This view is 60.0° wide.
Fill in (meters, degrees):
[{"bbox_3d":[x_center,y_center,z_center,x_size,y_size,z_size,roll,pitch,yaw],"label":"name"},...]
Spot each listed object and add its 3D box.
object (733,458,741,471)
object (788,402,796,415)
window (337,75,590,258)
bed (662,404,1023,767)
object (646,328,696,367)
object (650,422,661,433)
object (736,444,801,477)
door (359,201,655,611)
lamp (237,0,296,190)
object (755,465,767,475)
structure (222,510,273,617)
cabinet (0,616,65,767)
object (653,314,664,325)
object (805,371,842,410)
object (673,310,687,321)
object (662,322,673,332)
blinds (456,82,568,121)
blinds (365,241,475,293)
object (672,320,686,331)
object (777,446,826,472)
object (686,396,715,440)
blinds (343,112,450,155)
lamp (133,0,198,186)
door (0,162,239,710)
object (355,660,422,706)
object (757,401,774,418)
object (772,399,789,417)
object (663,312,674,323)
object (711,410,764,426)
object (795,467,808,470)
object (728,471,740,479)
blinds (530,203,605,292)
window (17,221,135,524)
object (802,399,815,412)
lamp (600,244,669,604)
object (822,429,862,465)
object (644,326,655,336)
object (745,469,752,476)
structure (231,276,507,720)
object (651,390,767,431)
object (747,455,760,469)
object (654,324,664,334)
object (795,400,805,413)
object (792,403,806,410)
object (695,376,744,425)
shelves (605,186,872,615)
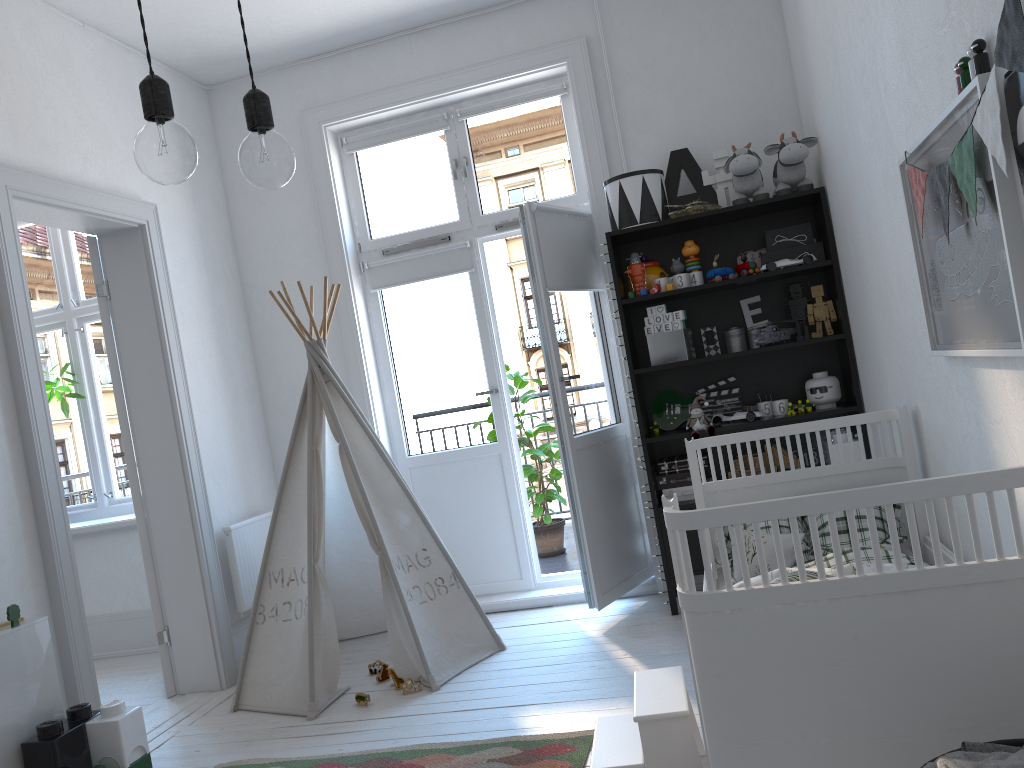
[{"bbox_3d":[0.974,0.350,3.845,0.050,0.050,0.050,-10,0,13],"label":"object"},{"bbox_3d":[1.174,0.105,3.730,0.042,0.054,0.031,-10,0,-27],"label":"object"},{"bbox_3d":[-0.255,-1.091,4.497,1.263,0.660,0.101,-10,0,13],"label":"window"},{"bbox_3d":[0.802,0.545,2.157,0.670,0.833,1.403,-10,0,13],"label":"bed"},{"bbox_3d":[0.698,-0.160,3.888,0.170,0.138,0.124,-10,0,28],"label":"object"},{"bbox_3d":[0.651,0.198,4.021,0.042,0.054,0.031,-10,0,23],"label":"object"},{"bbox_3d":[1.113,0.361,3.937,0.337,0.186,0.111,-10,0,28],"label":"object"},{"bbox_3d":[-0.105,0.149,4.260,1.264,1.838,0.636,-10,0,15],"label":"door"},{"bbox_3d":[-0.584,-0.986,1.822,0.074,1.530,1.382,-10,0,-12],"label":"lamp"},{"bbox_3d":[1.075,0.383,3.838,0.050,0.050,0.050,-10,0,13],"label":"object"},{"bbox_3d":[-1.191,0.863,4.321,0.075,0.460,0.635,-10,0,10],"label":"structure"},{"bbox_3d":[-1.625,0.987,2.351,0.183,0.454,0.970,-10,0,13],"label":"cabinet"},{"bbox_3d":[0.645,-0.281,3.864,0.040,0.040,0.040,-10,0,33],"label":"object"},{"bbox_3d":[1.332,0.029,3.797,0.139,0.162,0.139,-10,0,-12],"label":"object"},{"bbox_3d":[0.724,-0.295,3.821,0.040,0.040,0.040,-10,0,38],"label":"object"},{"bbox_3d":[0.680,-0.246,3.848,0.040,0.040,0.040,-10,0,28],"label":"object"},{"bbox_3d":[-0.002,-1.402,4.405,0.565,0.060,0.032,-10,0,13],"label":"blinds"},{"bbox_3d":[-0.476,-0.601,4.548,0.565,0.158,0.032,-10,0,13],"label":"blinds"},{"bbox_3d":[0.720,-0.253,3.827,0.040,0.040,0.040,-10,0,43],"label":"object"},{"bbox_3d":[1.284,0.360,3.989,0.347,0.120,0.034,-10,0,13],"label":"object"},{"bbox_3d":[0.795,0.147,3.763,0.110,0.186,0.129,-10,0,0],"label":"object"},{"bbox_3d":[-0.595,-1.284,4.548,0.565,0.087,0.032,-10,0,13],"label":"blinds"},{"bbox_3d":[-0.680,-0.970,1.722,0.074,1.530,1.382,-10,0,-12],"label":"lamp"},{"bbox_3d":[-1.643,0.307,3.768,0.505,2.177,1.465,-10,0,-2],"label":"door"},{"bbox_3d":[-0.430,1.050,3.736,0.385,0.283,0.856,-10,0,5],"label":"object"},{"bbox_3d":[1.104,0.111,3.850,0.067,0.067,0.067,-10,0,27],"label":"object"},{"bbox_3d":[1.150,0.103,3.790,0.067,0.067,0.067,-10,0,27],"label":"object"},{"bbox_3d":[0.685,-0.288,3.842,0.040,0.040,0.040,-10,0,43],"label":"object"},{"bbox_3d":[0.976,0.144,3.841,0.231,0.048,0.098,-10,0,38],"label":"object"},{"bbox_3d":[1.239,0.395,3.793,0.067,0.067,0.067,-10,0,27],"label":"object"},{"bbox_3d":[0.967,0.402,3.857,0.050,0.050,0.050,-10,0,13],"label":"object"},{"bbox_3d":[0.276,-0.617,4.082,0.032,0.390,0.565,-10,0,33],"label":"blinds"},{"bbox_3d":[-2.584,-0.138,5.303,1.358,1.901,0.094,-10,0,13],"label":"window"},{"bbox_3d":[1.249,0.092,3.736,0.031,0.054,0.042,-10,0,-32],"label":"object"},{"bbox_3d":[1.008,0.090,3.950,0.985,1.684,0.095,-10,0,11],"label":"lamp"},{"bbox_3d":[1.412,0.298,3.775,0.132,0.199,0.267,-10,0,13],"label":"object"},{"bbox_3d":[0.608,-0.233,3.888,0.040,0.040,0.040,-10,0,28],"label":"object"},{"bbox_3d":[1.017,0.393,3.824,0.050,0.050,0.050,-10,0,13],"label":"object"},{"bbox_3d":[-0.764,0.374,3.877,1.142,1.749,1.143,-10,0,-11],"label":"structure"},{"bbox_3d":[0.906,0.114,4.036,0.542,0.239,0.093,-10,0,14],"label":"object"},{"bbox_3d":[1.051,0.337,3.828,0.050,0.050,0.050,-10,0,33],"label":"object"},{"bbox_3d":[0.645,-0.240,3.876,0.040,0.040,0.040,-10,0,18],"label":"object"},{"bbox_3d":[1.226,0.096,3.772,0.042,0.054,0.031,-10,0,13],"label":"object"},{"bbox_3d":[1.231,0.106,3.933,0.163,0.034,0.069,-10,0,13],"label":"object"},{"bbox_3d":[0.934,0.077,4.001,0.201,0.199,0.048,-10,0,13],"label":"object"},{"bbox_3d":[1.019,0.091,3.882,0.912,1.677,0.353,-10,0,13],"label":"shelves"}]
